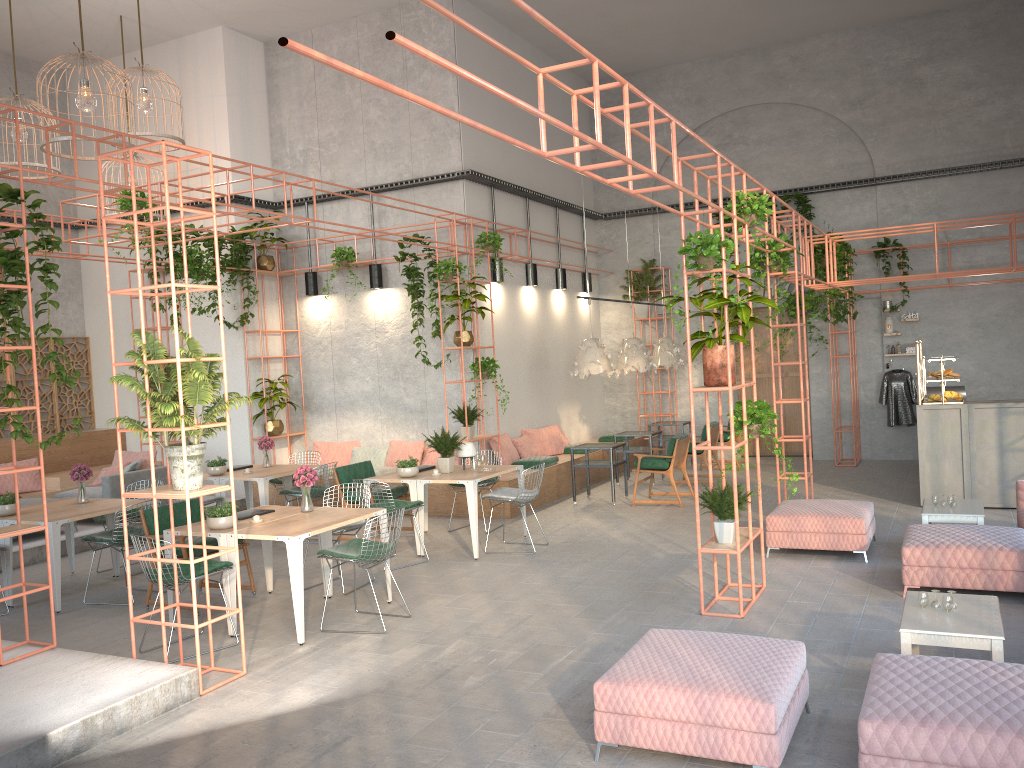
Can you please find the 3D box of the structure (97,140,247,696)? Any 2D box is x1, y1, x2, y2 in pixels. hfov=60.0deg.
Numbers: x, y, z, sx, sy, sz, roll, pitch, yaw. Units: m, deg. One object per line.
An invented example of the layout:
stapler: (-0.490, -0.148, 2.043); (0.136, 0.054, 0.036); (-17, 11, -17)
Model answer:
structure: (-2.308, 0.236, 6.041); (0.624, 3.602, 0.424); (-2, 2, 27)

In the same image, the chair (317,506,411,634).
chair: (-1.195, 1.470, 7.168); (0.717, 0.941, 0.565); (-3, 2, 23)

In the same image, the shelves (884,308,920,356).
shelves: (6.476, -0.863, 14.737); (0.560, 0.790, 0.186); (-2, 2, 27)

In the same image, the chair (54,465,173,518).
chair: (-5.470, 1.509, 12.188); (1.127, 0.672, 1.052); (-2, 2, 27)

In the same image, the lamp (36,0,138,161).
lamp: (-4.311, -4.060, 8.797); (0.883, 3.476, 0.883); (-4, 2, -11)

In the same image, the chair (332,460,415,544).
chair: (-1.651, 1.404, 10.597); (0.685, 0.917, 0.722); (-2, 2, 27)

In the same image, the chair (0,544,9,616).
chair: (-5.016, 1.664, 8.100); (0.565, 0.941, 0.717); (-2, 2, 43)

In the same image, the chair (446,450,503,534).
chair: (-0.451, 1.321, 10.939); (0.565, 0.941, 0.717); (-2, 2, 28)

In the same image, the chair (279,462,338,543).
chair: (-2.488, 1.438, 10.930); (0.717, 0.941, 0.565); (-3, 2, 23)

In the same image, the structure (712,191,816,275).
structure: (4.380, -2.539, 15.691); (1.939, 1.514, 0.856); (-3, 2, 21)

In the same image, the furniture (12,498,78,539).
furniture: (-6.156, 1.694, 11.047); (0.941, 0.446, 0.975); (-2, 2, 27)

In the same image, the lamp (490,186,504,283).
lamp: (-0.255, -2.236, 13.238); (0.185, 1.425, 0.179); (-2, 2, 27)

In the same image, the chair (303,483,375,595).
chair: (-1.679, 1.462, 8.444); (0.565, 0.941, 0.717); (-2, 2, 28)

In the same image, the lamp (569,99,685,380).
lamp: (1.832, -2.159, 13.989); (0.704, 4.052, 4.456); (-2, 2, 27)

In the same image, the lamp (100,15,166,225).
lamp: (-5.550, -4.101, 12.763); (0.883, 3.476, 0.883); (-4, 2, -11)

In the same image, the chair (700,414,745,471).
chair: (3.617, 0.978, 15.171); (0.685, 0.930, 0.722); (-2, 2, 27)

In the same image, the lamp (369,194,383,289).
lamp: (-2.046, -2.130, 13.131); (0.179, 1.425, 0.185); (-2, 2, 27)

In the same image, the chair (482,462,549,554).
chair: (0.032, 1.329, 9.663); (0.717, 0.941, 0.565); (-3, 2, 23)

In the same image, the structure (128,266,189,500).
structure: (-5.520, -0.006, 13.938); (0.624, 3.596, 0.424); (-2, 2, 27)

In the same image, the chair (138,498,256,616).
chair: (-2.880, 1.545, 8.103); (0.685, 0.917, 0.722); (-2, 2, 27)

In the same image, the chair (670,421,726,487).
chair: (2.843, 1.066, 13.622); (0.685, 0.930, 0.722); (-2, 2, 27)

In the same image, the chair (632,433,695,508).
chair: (2.052, 1.156, 12.041); (0.685, 0.929, 0.722); (-2, 2, 27)

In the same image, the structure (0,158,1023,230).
structure: (-1.089, -2.840, 10.131); (15.603, 0.110, 15.203); (-2, 2, 27)

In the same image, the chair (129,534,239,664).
chair: (-2.501, 1.556, 6.782); (0.565, 0.941, 0.717); (-2, 2, 43)

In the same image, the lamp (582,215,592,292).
lamp: (1.360, -2.420, 16.467); (0.185, 1.425, 0.179); (-2, 2, 27)

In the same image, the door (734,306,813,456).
door: (4.914, -0.060, 16.490); (1.360, 2.729, 0.551); (-2, 2, 27)

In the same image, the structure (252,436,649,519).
structure: (-0.682, 1.441, 15.104); (4.386, 0.500, 5.831); (-2, 2, 27)

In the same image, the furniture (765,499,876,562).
furniture: (3.091, 1.426, 8.855); (0.941, 0.446, 0.976); (-2, 2, 27)

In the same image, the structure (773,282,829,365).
structure: (5.094, -1.106, 15.643); (0.950, 1.527, 0.921); (-3, 2, 25)

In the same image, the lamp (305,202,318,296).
lamp: (-3.125, -2.083, 13.673); (0.179, 1.425, 0.185); (-2, 2, 27)

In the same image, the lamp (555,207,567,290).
lamp: (0.820, -2.359, 15.387); (0.185, 1.425, 0.179); (-2, 2, 27)

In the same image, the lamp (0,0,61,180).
lamp: (-6.345, -4.432, 11.261); (0.883, 3.476, 0.883); (-4, 2, -11)

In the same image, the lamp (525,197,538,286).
lamp: (0.285, -2.298, 14.318); (0.185, 1.425, 0.179); (-2, 2, 27)

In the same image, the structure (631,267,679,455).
structure: (2.675, -0.346, 16.525); (0.630, 3.597, 0.430); (-2, 2, 27)

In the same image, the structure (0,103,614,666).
structure: (-2.163, -0.546, 12.898); (4.501, 4.345, 14.096); (-3, 2, 25)

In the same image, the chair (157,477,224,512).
chair: (-3.794, 1.524, 10.543); (0.565, 0.941, 0.717); (-2, 2, 43)

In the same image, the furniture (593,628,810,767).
furniture: (1.036, 1.660, 4.747); (0.941, 0.446, 0.976); (-2, 2, 27)

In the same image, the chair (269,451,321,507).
chair: (-2.972, 1.430, 12.206); (0.565, 0.941, 0.717); (-2, 2, 28)

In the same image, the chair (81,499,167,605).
chair: (-3.710, 1.578, 8.487); (0.717, 0.941, 0.565); (-3, 2, 23)

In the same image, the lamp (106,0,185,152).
lamp: (-4.667, -4.741, 11.067); (0.883, 3.476, 0.883); (-4, 2, -11)

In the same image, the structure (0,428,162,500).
structure: (-7.548, 1.468, 10.281); (3.396, 1.111, 9.152); (-2, 2, 27)

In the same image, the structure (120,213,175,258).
structure: (-5.655, -2.341, 13.714); (0.903, 0.803, 0.934); (-3, 2, -2)

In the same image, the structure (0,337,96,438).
structure: (-8.966, 0.470, 11.268); (0.132, 2.103, 9.782); (-2, 2, 27)

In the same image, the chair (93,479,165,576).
chair: (-4.193, 1.569, 9.762); (0.565, 0.941, 0.717); (-2, 2, 28)

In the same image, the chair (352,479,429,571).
chair: (-1.273, 1.415, 9.277); (0.565, 0.941, 0.717); (-2, 2, 43)
